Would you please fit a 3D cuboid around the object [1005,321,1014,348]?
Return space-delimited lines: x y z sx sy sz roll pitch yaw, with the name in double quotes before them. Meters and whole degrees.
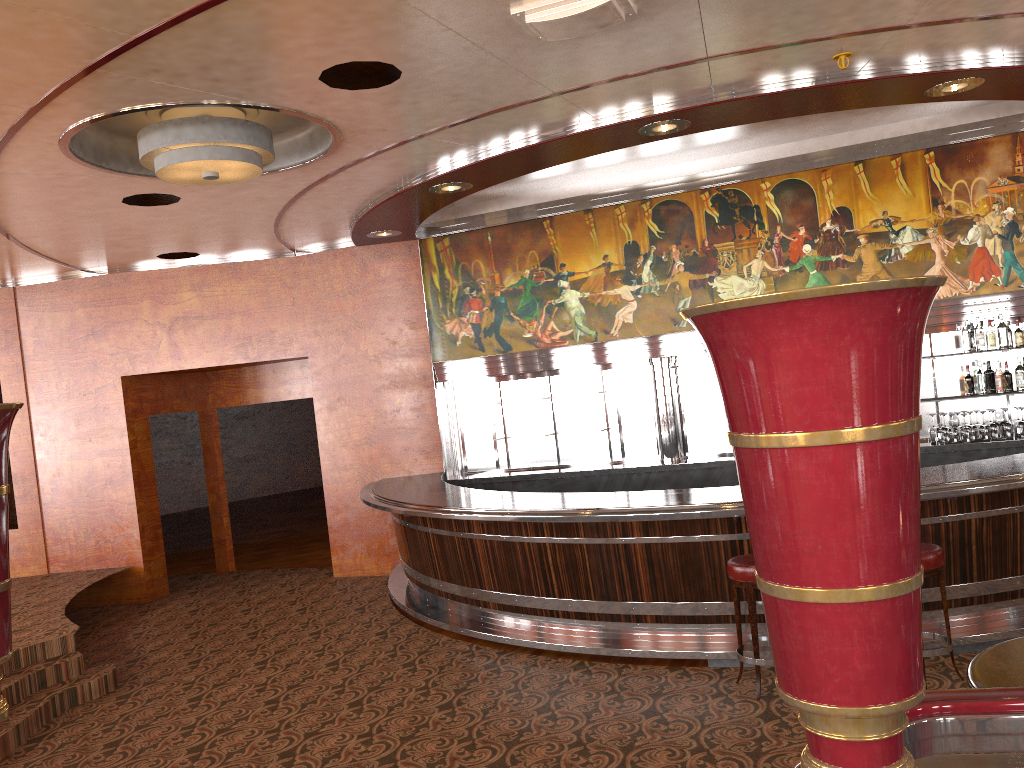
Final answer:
"object" 4.254 -0.421 7.635 0.068 0.235 0.212 -6 1 41

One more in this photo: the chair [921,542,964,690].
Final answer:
"chair" 2.281 1.299 5.009 0.349 0.756 0.350 -7 1 -28

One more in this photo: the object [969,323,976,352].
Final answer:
"object" 4.037 -0.407 7.761 0.090 0.256 0.090 -6 1 42

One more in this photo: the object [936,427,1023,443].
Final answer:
"object" 4.420 0.374 7.607 1.425 0.135 0.403 -6 0 27

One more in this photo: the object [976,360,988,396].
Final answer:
"object" 4.069 -0.054 7.684 0.078 0.305 0.078 -6 1 14

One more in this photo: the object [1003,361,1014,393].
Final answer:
"object" 4.293 -0.063 7.686 0.080 0.272 0.080 -6 1 24

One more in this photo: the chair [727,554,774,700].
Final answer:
"chair" 1.463 1.390 5.149 0.350 0.756 0.350 -6 1 -5

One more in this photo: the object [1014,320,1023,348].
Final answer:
"object" 4.311 -0.428 7.546 0.070 0.238 0.070 -6 1 -5

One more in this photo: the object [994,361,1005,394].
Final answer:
"object" 4.194 -0.057 7.635 0.067 0.283 0.067 -7 1 -14

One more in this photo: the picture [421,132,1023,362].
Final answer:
"picture" 1.996 -1.207 8.406 6.257 1.323 0.001 -6 1 21

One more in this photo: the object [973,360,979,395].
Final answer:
"object" 4.095 -0.058 7.770 0.078 0.305 0.206 -6 1 17

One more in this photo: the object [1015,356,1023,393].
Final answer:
"object" 4.330 -0.083 7.553 0.078 0.305 0.078 -7 1 -31

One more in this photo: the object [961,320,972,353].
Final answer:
"object" 3.933 -0.409 7.686 0.067 0.283 0.067 -7 1 -24

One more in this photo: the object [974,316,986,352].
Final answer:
"object" 4.030 -0.431 7.648 0.078 0.305 0.078 -6 1 12

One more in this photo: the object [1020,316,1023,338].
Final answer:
"object" 4.408 -0.456 7.611 0.080 0.272 0.080 -7 1 -11

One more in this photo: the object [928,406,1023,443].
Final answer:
"object" 4.123 0.352 7.666 0.951 0.245 0.396 -6 0 24

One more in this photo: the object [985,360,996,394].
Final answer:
"object" 4.179 -0.061 7.755 0.090 0.293 0.090 -6 1 0

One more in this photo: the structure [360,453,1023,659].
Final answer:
"structure" 1.689 1.210 6.939 7.814 1.047 3.205 -6 0 21

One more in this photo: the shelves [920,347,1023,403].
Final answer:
"shelves" 3.609 -0.126 7.903 2.595 0.568 0.339 -6 1 21

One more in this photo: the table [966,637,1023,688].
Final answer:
"table" 1.758 1.267 2.413 0.850 0.960 0.849 -6 1 23

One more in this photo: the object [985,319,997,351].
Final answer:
"object" 4.111 -0.423 7.619 0.080 0.272 0.080 -6 1 14

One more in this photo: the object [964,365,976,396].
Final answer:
"object" 4.006 -0.031 7.775 0.080 0.272 0.080 -6 1 24

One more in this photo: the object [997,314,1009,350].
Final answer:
"object" 4.185 -0.448 7.566 0.078 0.305 0.078 -6 1 9

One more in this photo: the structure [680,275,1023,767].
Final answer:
"structure" 2.435 -0.136 1.613 4.353 3.606 0.549 -6 1 -5
